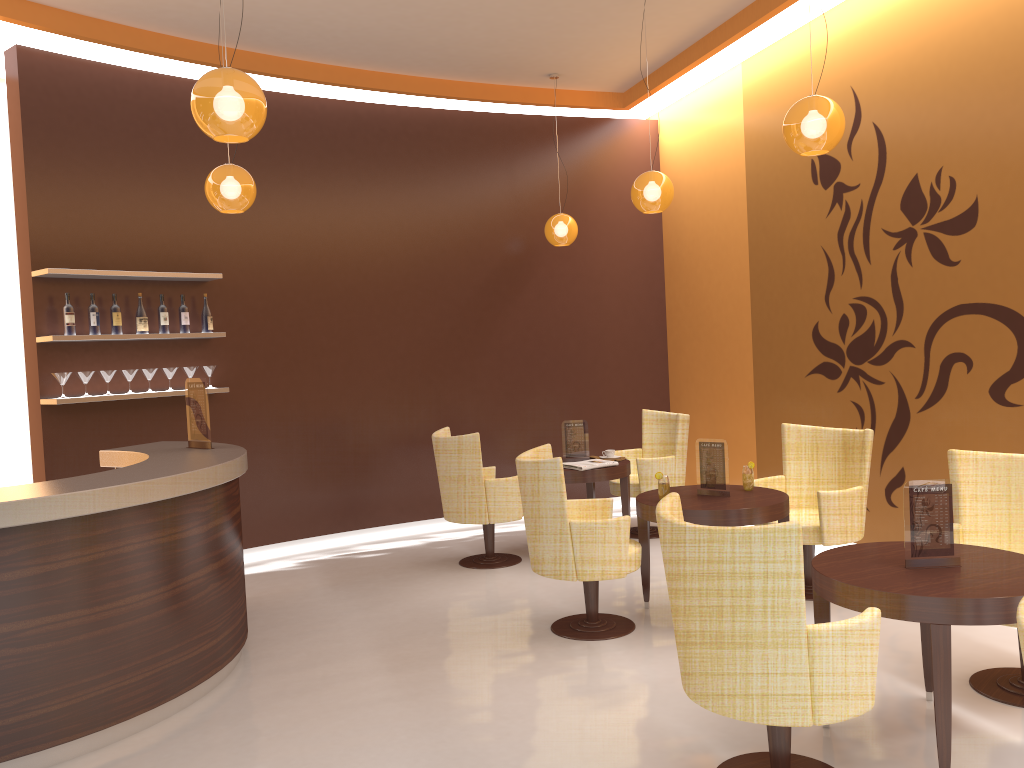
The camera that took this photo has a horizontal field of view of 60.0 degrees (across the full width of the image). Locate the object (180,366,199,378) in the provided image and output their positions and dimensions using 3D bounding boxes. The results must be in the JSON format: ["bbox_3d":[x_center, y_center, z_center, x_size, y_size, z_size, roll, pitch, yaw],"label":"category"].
[{"bbox_3d":[-2.434,-0.043,6.710,0.137,0.174,0.137,-2,2,8],"label":"object"}]

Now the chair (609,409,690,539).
[{"bbox_3d":[1.156,0.744,7.461,0.685,1.017,0.729,-3,2,-18],"label":"chair"}]

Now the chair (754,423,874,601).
[{"bbox_3d":[1.881,0.779,5.553,0.685,1.017,0.729,-4,2,-29],"label":"chair"}]

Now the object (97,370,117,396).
[{"bbox_3d":[-2.859,-0.008,6.272,0.137,0.174,0.137,-5,3,-42],"label":"object"}]

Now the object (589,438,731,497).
[{"bbox_3d":[0.861,0.470,6.090,0.187,0.335,2.090,-4,2,-21],"label":"object"}]

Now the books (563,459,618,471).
[{"bbox_3d":[0.580,0.611,6.734,0.367,0.035,0.345,-4,2,-27],"label":"books"}]

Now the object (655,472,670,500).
[{"bbox_3d":[0.871,0.589,5.091,0.072,0.171,0.067,-4,3,-35],"label":"object"}]

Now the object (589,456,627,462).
[{"bbox_3d":[0.808,0.593,7.102,0.239,0.021,0.464,-4,2,-21],"label":"object"}]

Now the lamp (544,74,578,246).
[{"bbox_3d":[0.408,-1.981,7.864,0.299,1.500,0.299,-3,2,-17],"label":"lamp"}]

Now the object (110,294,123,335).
[{"bbox_3d":[-2.821,-0.494,6.312,0.073,0.297,0.073,-4,2,-20],"label":"object"}]

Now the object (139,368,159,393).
[{"bbox_3d":[-2.655,-0.025,6.493,0.137,0.174,0.137,-5,3,-42],"label":"object"}]

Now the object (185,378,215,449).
[{"bbox_3d":[-1.846,0.171,5.213,0.258,0.414,0.052,-1,3,42],"label":"object"}]

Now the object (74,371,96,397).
[{"bbox_3d":[-2.959,0.001,6.154,0.137,0.174,0.137,-1,3,38],"label":"object"}]

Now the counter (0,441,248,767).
[{"bbox_3d":[-2.252,0.986,4.224,1.586,1.100,2.917,-2,2,28],"label":"counter"}]

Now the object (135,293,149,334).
[{"bbox_3d":[-2.699,-0.510,6.453,0.086,0.303,0.086,-4,3,-34],"label":"object"}]

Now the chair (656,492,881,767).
[{"bbox_3d":[0.887,0.916,3.107,0.685,1.017,0.729,-4,2,-20],"label":"chair"}]

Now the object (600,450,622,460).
[{"bbox_3d":[0.788,0.565,7.101,0.153,0.069,0.153,-4,3,-34],"label":"object"}]

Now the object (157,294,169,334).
[{"bbox_3d":[-2.582,-0.514,6.561,0.073,0.297,0.073,-2,2,20],"label":"object"}]

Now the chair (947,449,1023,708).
[{"bbox_3d":[2.279,0.821,3.890,0.729,1.017,0.685,-1,3,41],"label":"chair"}]

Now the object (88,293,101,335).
[{"bbox_3d":[-2.921,-0.485,6.193,0.073,0.297,0.073,-2,2,20],"label":"object"}]

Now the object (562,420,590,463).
[{"bbox_3d":[0.503,0.453,7.021,0.209,0.335,0.042,-3,2,6],"label":"object"}]

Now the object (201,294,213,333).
[{"bbox_3d":[-2.341,-0.540,6.793,0.086,0.303,0.086,-3,2,-3],"label":"object"}]

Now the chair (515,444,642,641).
[{"bbox_3d":[0.384,0.872,4.997,0.685,1.017,0.729,-3,2,0],"label":"chair"}]

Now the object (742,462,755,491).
[{"bbox_3d":[1.420,0.553,5.330,0.067,0.171,0.072,-2,2,30],"label":"object"}]

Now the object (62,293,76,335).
[{"bbox_3d":[-3.030,-0.474,6.061,0.073,0.297,0.073,-2,2,20],"label":"object"}]

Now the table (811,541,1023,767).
[{"bbox_3d":[1.628,1.039,3.422,0.872,0.679,0.874,-2,2,19],"label":"table"}]

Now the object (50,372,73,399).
[{"bbox_3d":[-3.059,0.010,6.036,0.137,0.174,0.137,-1,3,38],"label":"object"}]

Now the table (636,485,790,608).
[{"bbox_3d":[1.179,0.995,5.200,0.872,0.679,0.874,-2,2,14],"label":"table"}]

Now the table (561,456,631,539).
[{"bbox_3d":[0.509,0.962,6.993,0.872,0.679,0.874,-2,2,19],"label":"table"}]

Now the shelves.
[{"bbox_3d":[-3.571,-0.254,4.917,0.586,0.902,4.744,-2,2,30],"label":"shelves"}]

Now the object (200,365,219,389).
[{"bbox_3d":[-2.323,-0.053,6.819,0.137,0.174,0.137,-5,3,-42],"label":"object"}]

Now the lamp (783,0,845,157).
[{"bbox_3d":[1.485,-1.907,4.429,0.299,1.500,0.299,-2,2,8],"label":"lamp"}]

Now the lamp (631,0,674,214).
[{"bbox_3d":[0.946,-1.944,6.147,0.299,1.500,0.299,-2,2,25],"label":"lamp"}]

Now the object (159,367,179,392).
[{"bbox_3d":[-2.547,-0.034,6.601,0.137,0.174,0.137,-5,3,-42],"label":"object"}]

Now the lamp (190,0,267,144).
[{"bbox_3d":[-1.184,-1.748,3.596,0.299,1.500,0.299,-4,3,-39],"label":"lamp"}]

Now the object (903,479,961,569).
[{"bbox_3d":[1.606,0.533,3.395,0.209,0.335,0.042,-3,2,1],"label":"object"}]

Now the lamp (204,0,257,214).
[{"bbox_3d":[-1.722,-1.785,5.313,0.299,1.500,0.299,-3,2,1],"label":"lamp"}]

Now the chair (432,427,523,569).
[{"bbox_3d":[-0.233,0.840,6.678,0.685,1.017,0.729,-4,2,-20],"label":"chair"}]

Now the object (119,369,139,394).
[{"bbox_3d":[-2.753,-0.016,6.384,0.137,0.174,0.137,-5,3,-42],"label":"object"}]

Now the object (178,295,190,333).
[{"bbox_3d":[-2.469,-0.524,6.672,0.073,0.297,0.073,-2,2,20],"label":"object"}]

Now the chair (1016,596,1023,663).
[{"bbox_3d":[1.353,0.948,1.619,0.685,1.017,0.729,-3,2,-14],"label":"chair"}]
